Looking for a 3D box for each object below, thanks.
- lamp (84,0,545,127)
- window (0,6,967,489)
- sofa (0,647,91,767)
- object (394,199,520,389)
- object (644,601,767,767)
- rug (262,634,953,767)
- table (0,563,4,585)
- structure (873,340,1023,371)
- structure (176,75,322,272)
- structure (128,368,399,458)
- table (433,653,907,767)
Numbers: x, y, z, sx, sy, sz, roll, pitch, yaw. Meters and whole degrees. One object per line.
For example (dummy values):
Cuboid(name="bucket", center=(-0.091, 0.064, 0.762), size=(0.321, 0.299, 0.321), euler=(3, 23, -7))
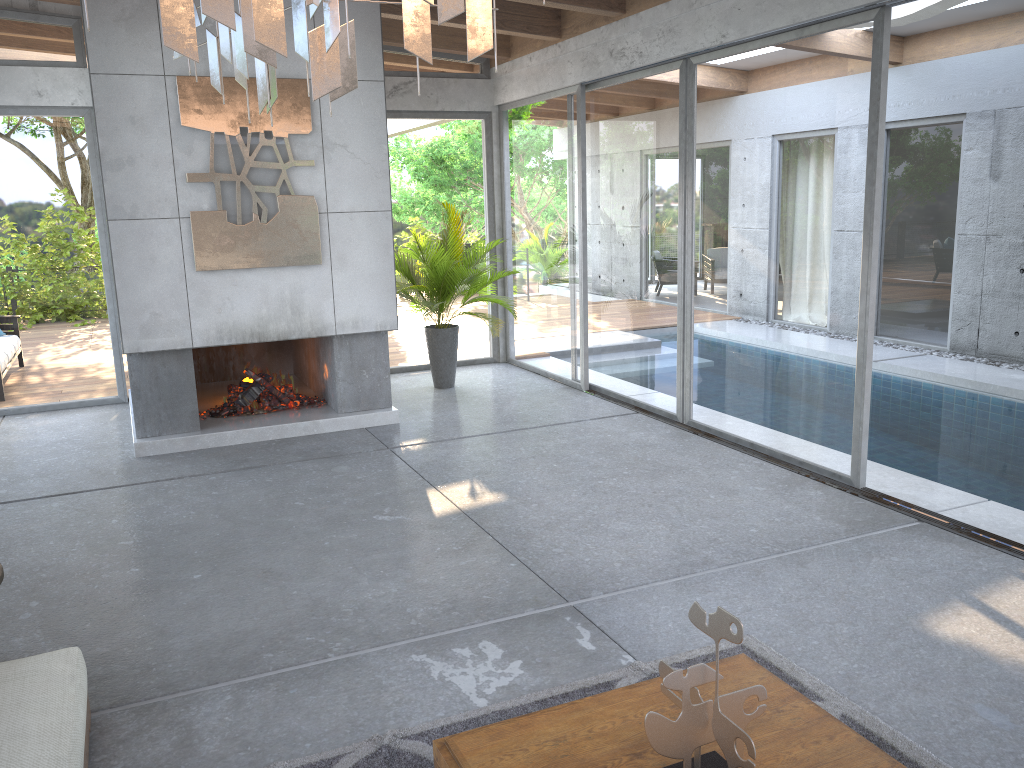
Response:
Cuboid(name="lamp", center=(-0.432, -1.079, 1.193), size=(0.862, 1.400, 0.636), euler=(3, 13, 23))
Cuboid(name="window", center=(0.464, -0.427, 1.517), size=(14.294, 3.764, 23.280), euler=(-7, 13, -23))
Cuboid(name="sofa", center=(-1.165, 1.258, 1.327), size=(1.965, 0.777, 3.733), euler=(-7, 13, -23))
Cuboid(name="object", center=(-0.680, -0.869, 8.496), size=(1.484, 1.819, 1.798), euler=(-5, 12, -16))
Cuboid(name="object", center=(0.445, 0.742, 2.082), size=(0.346, 0.518, 0.379), euler=(-7, 13, -23))
Cuboid(name="rug", center=(-0.042, 1.362, 2.020), size=(3.186, 0.056, 2.187), euler=(-7, 13, -23))
Cuboid(name="table", center=(-2.264, 0.972, 3.280), size=(0.725, 0.441, 0.725), euler=(5, 13, 27))
Cuboid(name="structure", center=(6.028, 0.273, 6.510), size=(0.477, 0.068, 13.673), euler=(-7, 13, -23))
Cuboid(name="structure", center=(-1.891, -1.525, 6.461), size=(0.919, 1.351, 0.041), euler=(-7, 13, -23))
Cuboid(name="structure", center=(-2.297, -0.044, 7.818), size=(2.012, 0.595, 2.203), euler=(-7, 13, -23))
Cuboid(name="table", center=(0.490, 1.169, 2.160), size=(1.048, 0.352, 1.112), euler=(-7, 13, -23))
